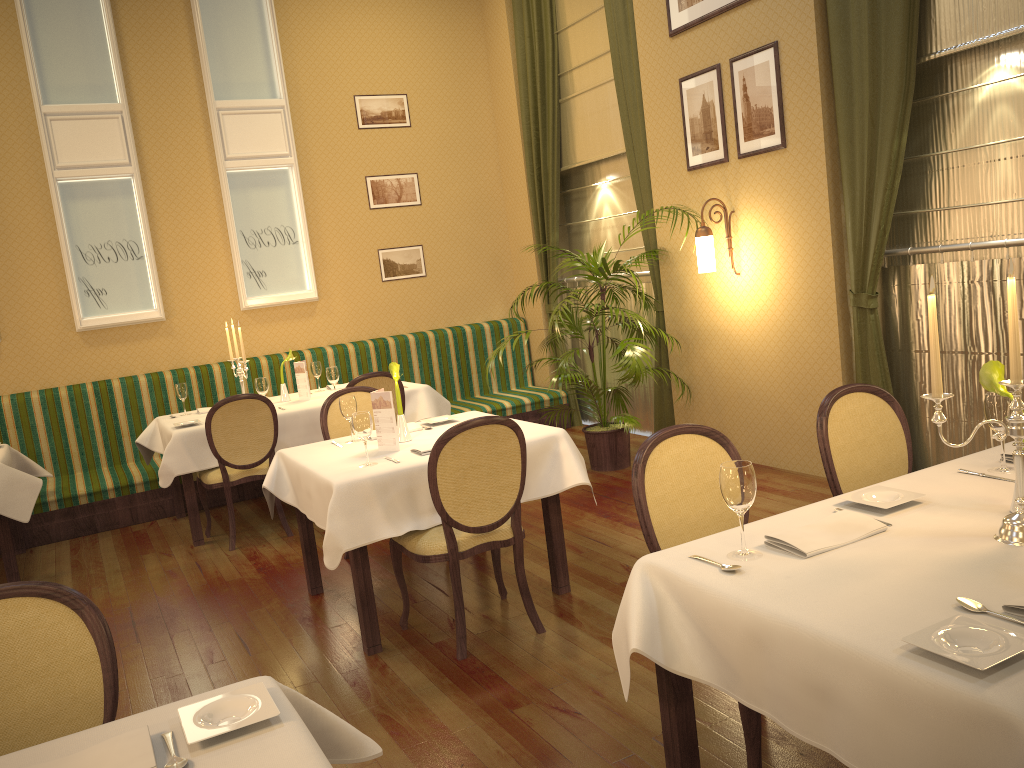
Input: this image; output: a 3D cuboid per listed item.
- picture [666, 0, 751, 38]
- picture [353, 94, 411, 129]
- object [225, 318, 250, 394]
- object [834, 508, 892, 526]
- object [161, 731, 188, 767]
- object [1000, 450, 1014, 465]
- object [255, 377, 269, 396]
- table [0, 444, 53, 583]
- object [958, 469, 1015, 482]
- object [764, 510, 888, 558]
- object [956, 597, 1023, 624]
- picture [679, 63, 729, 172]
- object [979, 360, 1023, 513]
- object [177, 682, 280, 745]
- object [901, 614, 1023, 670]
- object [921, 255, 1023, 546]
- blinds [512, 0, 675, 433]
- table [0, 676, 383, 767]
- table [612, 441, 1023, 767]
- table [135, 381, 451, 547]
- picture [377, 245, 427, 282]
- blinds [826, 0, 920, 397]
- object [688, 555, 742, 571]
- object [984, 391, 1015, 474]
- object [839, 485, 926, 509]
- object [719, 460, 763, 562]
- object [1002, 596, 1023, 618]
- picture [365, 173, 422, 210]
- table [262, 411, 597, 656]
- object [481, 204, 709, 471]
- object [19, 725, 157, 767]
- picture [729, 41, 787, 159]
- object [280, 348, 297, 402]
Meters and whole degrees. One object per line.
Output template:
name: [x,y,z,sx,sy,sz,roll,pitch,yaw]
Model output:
picture: [1.226,-2.845,5.528,0.027,1.057,0.966,-11,8,-26]
picture: [-1.157,-2.443,7.948,0.504,0.294,0.008,-11,8,-26]
object: [-1.916,-0.142,6.220,0.131,0.655,0.390,-10,8,-20]
object: [0.915,0.346,2.310,0.017,0.010,0.185,-11,8,-25]
object: [-0.587,0.633,1.536,0.038,0.015,0.181,-11,8,-25]
object: [1.615,0.204,2.657,0.273,0.033,0.142,-11,8,-26]
object: [-1.674,0.073,5.968,0.088,0.229,0.088,-4,8,21]
table: [-3.876,0.946,5.205,2.152,0.759,1.385,-11,8,-26]
object: [1.359,0.261,2.533,0.017,0.010,0.185,-11,8,-25]
object: [0.777,0.369,2.195,0.273,0.033,0.142,-11,8,-26]
object: [0.912,0.431,1.654,0.038,0.015,0.181,-11,8,-25]
picture: [1.264,-1.753,5.876,0.022,0.619,0.412,-11,8,-26]
object: [1.255,0.129,2.225,0.076,0.375,0.163,-8,8,-5]
object: [-0.518,0.609,1.622,0.160,0.024,0.160,-11,8,-26]
object: [0.796,0.456,1.541,0.160,0.024,0.160,-11,8,-26]
object: [1.138,0.036,1.999,0.390,0.655,0.131,-3,9,29]
blinds: [0.611,-1.810,7.306,0.225,4.537,1.934,-11,8,-27]
table: [-0.955,1.136,1.016,2.152,0.759,1.385,-11,8,-26]
table: [1.401,0.687,2.197,2.152,0.759,1.385,-11,8,-26]
table: [-1.497,0.492,6.397,2.152,0.759,1.385,-11,8,-26]
picture: [-1.003,-1.106,8.118,0.437,0.294,0.008,-11,8,-26]
blinds: [2.203,-1.595,4.188,0.129,4.537,1.878,-11,8,-26]
object: [0.482,0.423,2.114,0.038,0.015,0.181,-11,8,-25]
object: [1.416,0.139,2.563,0.088,0.229,0.088,-4,8,21]
object: [1.004,0.316,2.405,0.160,0.024,0.160,-11,8,-26]
object: [0.550,0.303,2.134,0.088,0.229,0.088,-4,8,21]
object: [1.080,0.400,1.678,0.273,0.033,0.142,-11,8,-26]
picture: [-1.071,-1.750,8.039,0.504,0.294,0.008,-11,8,-26]
table: [-0.397,0.639,4.250,1.395,0.759,1.389,-11,8,-25]
object: [0.664,-0.279,6.245,1.496,1.807,1.552,0,10,44]
object: [-0.742,0.654,1.476,0.273,0.033,0.142,-11,8,-26]
picture: [1.496,-1.722,5.424,0.022,0.619,0.412,-11,8,-26]
object: [-1.627,-0.067,6.420,0.163,0.375,0.076,-13,10,-39]
